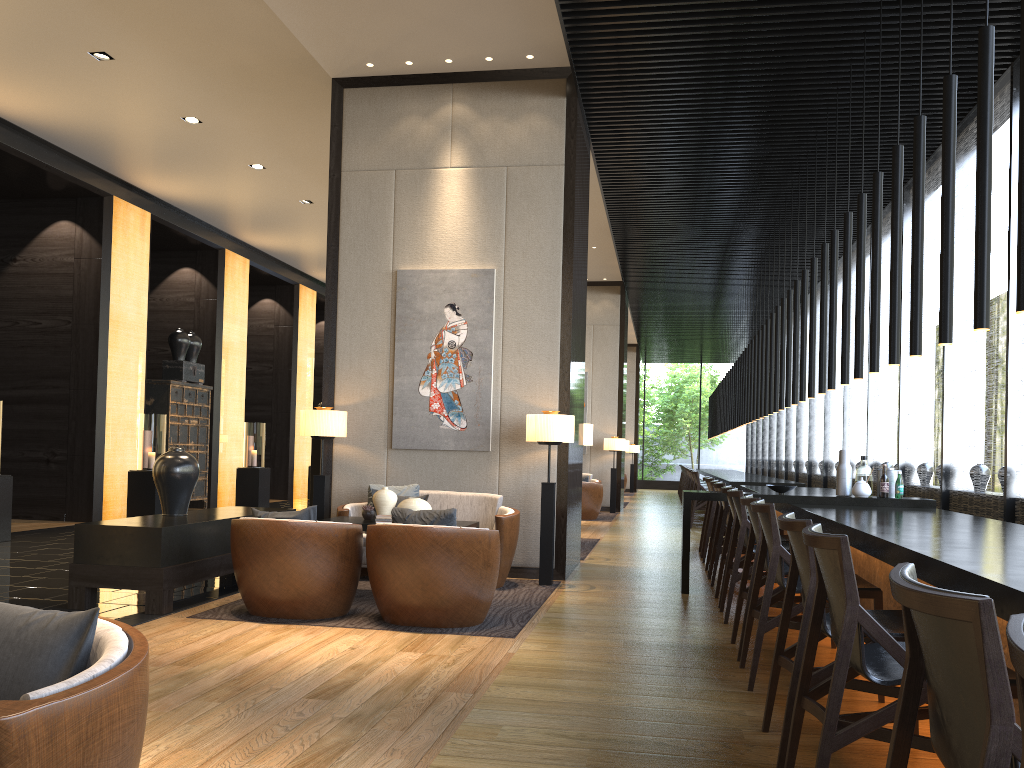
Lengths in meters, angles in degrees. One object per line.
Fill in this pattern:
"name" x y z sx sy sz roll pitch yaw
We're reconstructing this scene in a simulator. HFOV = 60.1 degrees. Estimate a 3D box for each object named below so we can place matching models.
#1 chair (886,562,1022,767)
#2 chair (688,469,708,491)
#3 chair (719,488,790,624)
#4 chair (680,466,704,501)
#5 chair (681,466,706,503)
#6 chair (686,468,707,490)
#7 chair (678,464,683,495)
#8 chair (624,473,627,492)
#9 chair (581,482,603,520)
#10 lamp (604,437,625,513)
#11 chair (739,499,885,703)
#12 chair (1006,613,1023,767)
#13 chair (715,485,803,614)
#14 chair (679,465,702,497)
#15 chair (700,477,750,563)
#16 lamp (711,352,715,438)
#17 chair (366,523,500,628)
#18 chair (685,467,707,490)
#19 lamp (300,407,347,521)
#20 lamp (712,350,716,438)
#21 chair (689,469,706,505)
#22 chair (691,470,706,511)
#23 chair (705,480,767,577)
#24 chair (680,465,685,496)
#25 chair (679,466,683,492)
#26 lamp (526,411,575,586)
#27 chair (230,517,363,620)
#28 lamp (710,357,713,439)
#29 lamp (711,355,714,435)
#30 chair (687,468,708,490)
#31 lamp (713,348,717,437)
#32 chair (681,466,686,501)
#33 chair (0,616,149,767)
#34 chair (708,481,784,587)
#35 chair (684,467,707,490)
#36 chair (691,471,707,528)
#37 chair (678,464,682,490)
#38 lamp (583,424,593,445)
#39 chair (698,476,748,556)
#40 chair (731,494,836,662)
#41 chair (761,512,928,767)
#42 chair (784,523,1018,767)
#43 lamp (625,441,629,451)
"chair" 0.912 0.746 1.475 0.563 0.826 0.527 1 -2 10
"chair" 3.269 1.870 15.126 0.563 0.826 0.527 1 -2 10
"chair" 1.629 1.088 5.628 0.563 0.826 0.527 1 -2 10
"chair" 4.291 2.358 21.048 0.563 0.826 0.527 1 -2 10
"chair" 4.011 2.225 19.426 0.563 0.826 0.527 1 -2 10
"chair" 3.549 2.004 16.748 0.563 0.826 0.527 1 -2 10
"chair" 4.851 2.626 24.292 0.563 0.826 0.527 1 -2 10
"chair" 2.557 2.561 22.825 0.803 0.603 0.607 1 -3 10
"chair" 1.022 1.828 13.932 0.803 0.603 0.607 1 -3 10
"lamp" 1.802 1.611 15.686 0.375 1.349 0.375 1 -1 29
"chair" 1.359 0.959 4.064 0.563 0.826 0.527 1 -2 10
"chair" 0.815 0.699 0.909 0.563 0.826 0.527 1 -2 10
"chair" 1.727 1.135 6.195 0.563 0.826 0.527 1 -2 10
"chair" 4.571 2.492 22.670 0.563 0.826 0.527 1 -2 10
"chair" 2.170 1.346 8.758 0.563 0.826 0.527 1 -2 10
"lamp" 5.555 0.276 24.402 0.060 2.417 0.060 1 -1 15
"chair" -0.487 1.108 5.190 0.803 0.603 0.607 1 -3 10
"chair" 3.731 2.091 17.804 0.563 0.826 0.527 1 -2 10
"lamp" -1.551 0.865 7.209 0.375 1.346 0.375 2 -1 -29
"lamp" 5.473 0.237 23.928 0.060 2.417 0.060 1 -1 15
"chair" 3.171 1.824 14.560 0.563 0.826 0.527 1 -2 10
"chair" 2.989 1.737 13.504 0.563 0.826 0.527 1 -2 10
"chair" 1.997 1.264 7.760 0.563 0.826 0.527 1 -2 10
"chair" 4.389 2.405 21.614 0.563 0.826 0.527 1 -2 10
"chair" 4.669 2.539 23.236 0.563 0.826 0.527 1 -2 10
"lamp" 0.284 0.887 6.891 0.375 1.349 0.375 0 -2 39
"chair" -1.330 1.097 5.336 0.803 0.603 0.607 1 -3 10
"lamp" 5.729 0.359 25.408 0.060 2.417 0.060 1 -1 15
"lamp" 5.642 0.317 24.907 0.060 2.417 0.060 1 -1 15
"chair" 3.451 1.957 16.182 0.563 0.826 0.527 1 -2 10
"lamp" 5.387 0.195 23.428 0.060 2.417 0.060 1 -1 15
"chair" 4.109 2.271 19.992 0.563 0.826 0.527 1 -2 10
"chair" -1.148 0.832 1.866 0.803 0.603 0.607 1 -3 10
"chair" 1.899 1.217 7.193 0.563 0.826 0.527 1 -2 10
"chair" 3.829 2.138 18.370 0.563 0.826 0.527 1 -2 10
"chair" 2.891 1.690 12.938 0.563 0.826 0.527 1 -2 10
"chair" 4.949 2.672 24.858 0.563 0.826 0.527 1 -2 10
"lamp" 0.592 1.034 8.673 0.375 1.349 0.375 2 -1 0
"chair" 2.267 1.393 9.324 0.563 0.826 0.527 1 -2 10
"chair" 1.457 1.006 4.630 0.563 0.826 0.527 1 -2 10
"chair" 1.187 0.877 3.066 0.563 0.826 0.527 1 -2 10
"chair" 1.089 0.830 2.499 0.563 0.826 0.527 1 -2 10
"lamp" 2.110 1.758 17.468 0.375 1.349 0.375 1 -1 29
